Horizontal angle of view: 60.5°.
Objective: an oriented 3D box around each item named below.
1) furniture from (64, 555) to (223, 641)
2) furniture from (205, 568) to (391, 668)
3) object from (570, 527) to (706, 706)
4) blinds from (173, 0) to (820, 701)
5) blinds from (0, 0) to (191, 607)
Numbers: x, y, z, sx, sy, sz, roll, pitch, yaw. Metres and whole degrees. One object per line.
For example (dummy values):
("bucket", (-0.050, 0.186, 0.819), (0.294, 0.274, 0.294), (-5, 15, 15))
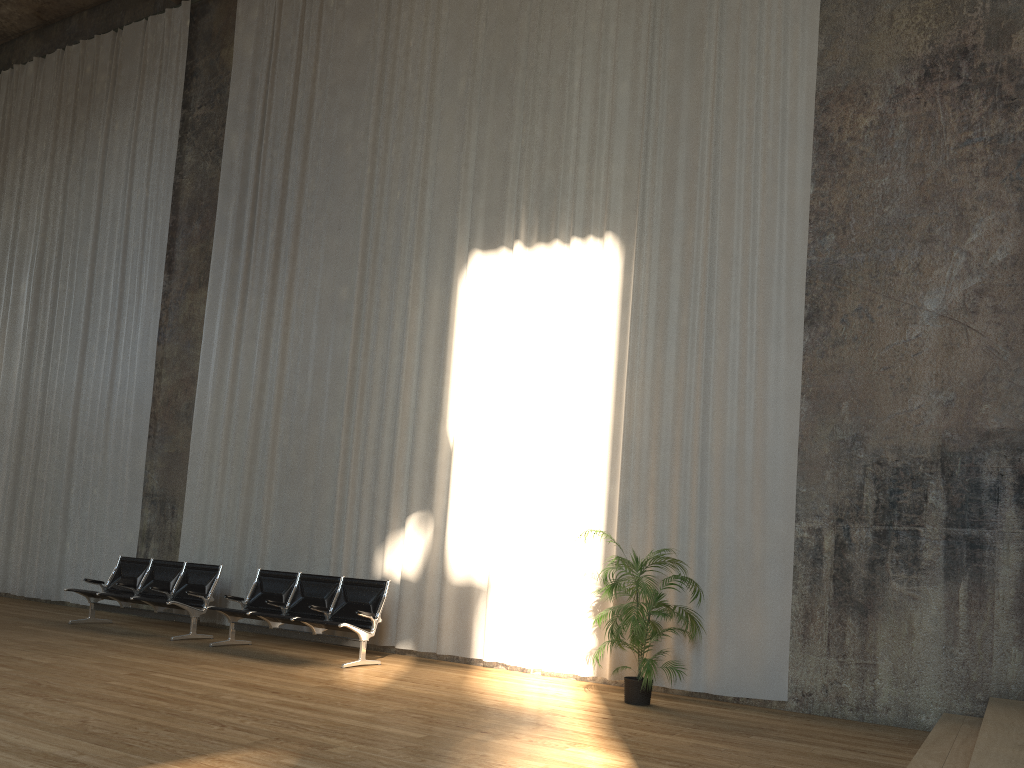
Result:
("furniture", (-4.270, 2.423, 10.111), (1.868, 0.832, 0.719), (-2, -9, 30))
("furniture", (-2.205, 2.332, 8.913), (1.868, 0.832, 0.719), (-2, -9, 30))
("object", (1.047, 1.975, 7.472), (1.127, 1.438, 1.109), (2, -7, 21))
("blinds", (-0.727, -1.376, 9.728), (7.820, 8.543, 0.278), (0, -6, 31))
("blinds", (-8.204, -1.047, 14.066), (7.820, 8.543, 0.278), (0, -6, 31))
